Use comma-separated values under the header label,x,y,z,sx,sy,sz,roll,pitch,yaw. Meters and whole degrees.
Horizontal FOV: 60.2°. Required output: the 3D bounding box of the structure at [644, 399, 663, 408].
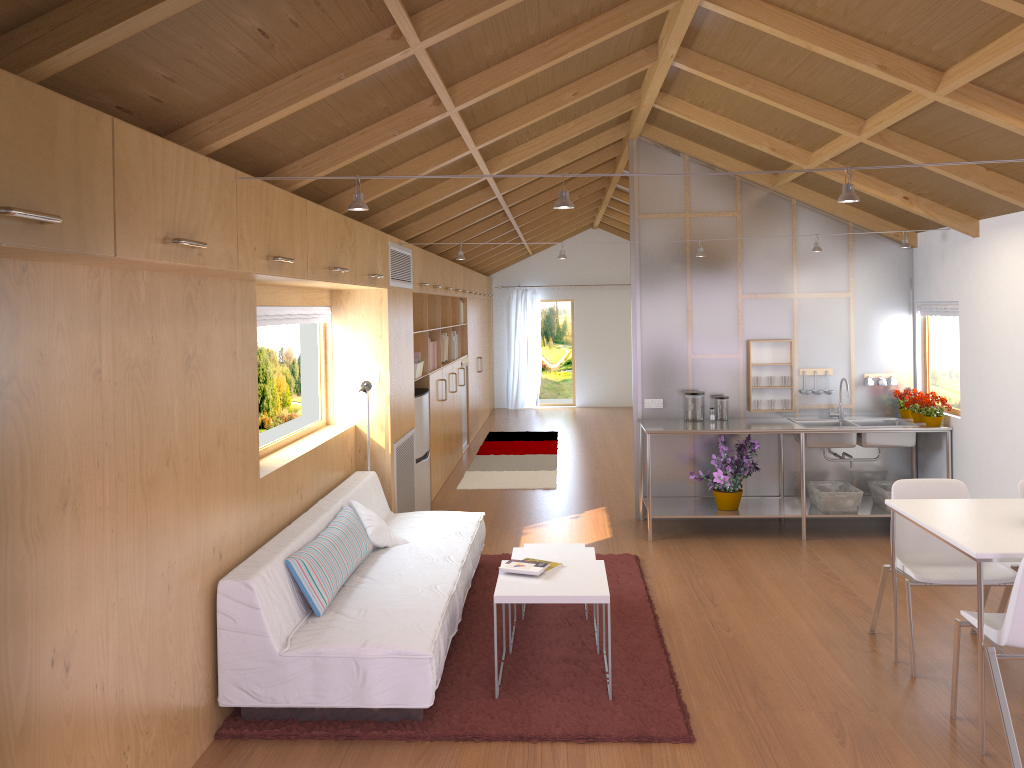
label,x,y,z,sx,sy,sz,roll,pitch,yaw
structure,1.097,0.152,6.842,0.142,0.071,0.011,-1,0,3

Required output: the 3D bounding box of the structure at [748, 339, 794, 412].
label,x,y,z,sx,sy,sz,roll,pitch,yaw
structure,1.978,-0.064,6.757,0.328,0.544,0.076,-1,0,3

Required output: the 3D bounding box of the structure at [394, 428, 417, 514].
label,x,y,z,sx,sy,sz,roll,pitch,yaw
structure,-0.766,0.732,6.382,0.013,0.720,0.821,-1,3,3

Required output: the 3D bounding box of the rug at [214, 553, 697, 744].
label,x,y,z,sx,sy,sz,roll,pitch,yaw
rug,-0.190,1.262,4.640,1.885,0.020,2.488,-1,5,3

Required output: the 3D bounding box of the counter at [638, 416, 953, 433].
label,x,y,z,sx,sy,sz,roll,pitch,yaw
counter,2.008,0.296,6.476,2.109,0.021,0.651,-1,5,3

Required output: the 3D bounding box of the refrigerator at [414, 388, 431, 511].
label,x,y,z,sx,sy,sz,roll,pitch,yaw
refrigerator,-0.814,0.560,7.236,0.261,0.986,0.715,-1,2,3

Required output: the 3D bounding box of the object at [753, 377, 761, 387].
label,x,y,z,sx,sy,sz,roll,pitch,yaw
object,1.875,-0.017,6.755,0.061,0.077,0.061,0,2,15

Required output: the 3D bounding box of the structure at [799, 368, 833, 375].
label,x,y,z,sx,sy,sz,roll,pitch,yaw
structure,2.328,-0.093,6.767,0.250,0.051,0.016,-1,1,3

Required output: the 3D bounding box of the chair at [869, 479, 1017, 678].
label,x,y,z,sx,sy,sz,roll,pitch,yaw
chair,2.028,0.872,4.142,0.531,0.785,0.548,-1,2,3

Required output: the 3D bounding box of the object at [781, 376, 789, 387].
label,x,y,z,sx,sy,sz,roll,pitch,yaw
object,2.082,-0.019,6.744,0.061,0.077,0.061,-2,2,-23

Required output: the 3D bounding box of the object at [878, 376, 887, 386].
label,x,y,z,sx,sy,sz,roll,pitch,yaw
object,2.816,-0.022,6.718,0.059,0.081,0.062,-1,2,10

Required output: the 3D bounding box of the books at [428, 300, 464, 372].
label,x,y,z,sx,sy,sz,roll,pitch,yaw
books,-0.743,-0.554,9.194,0.189,0.656,3.118,-1,5,3

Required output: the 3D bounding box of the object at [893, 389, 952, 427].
label,x,y,z,sx,sy,sz,roll,pitch,yaw
object,2.957,0.164,6.405,0.233,0.234,0.690,-1,4,4

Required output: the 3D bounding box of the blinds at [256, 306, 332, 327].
label,x,y,z,sx,sy,sz,roll,pitch,yaw
blinds,-1.254,-0.398,5.128,0.047,0.111,1.502,-1,5,3

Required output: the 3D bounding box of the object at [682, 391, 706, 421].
label,x,y,z,sx,sy,sz,roll,pitch,yaw
object,1.383,0.168,6.712,0.172,0.215,0.172,0,2,17

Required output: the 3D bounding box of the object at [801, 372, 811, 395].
label,x,y,z,sx,sy,sz,roll,pitch,yaw
object,2.241,-0.006,6.734,0.074,0.183,0.075,0,1,35

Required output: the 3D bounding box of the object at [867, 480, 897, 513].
label,x,y,z,sx,sy,sz,roll,pitch,yaw
object,2.779,0.812,6.368,0.298,0.158,0.415,-1,4,3

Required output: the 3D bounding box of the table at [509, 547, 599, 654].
label,x,y,z,sx,sy,sz,roll,pitch,yaw
table,0.209,1.068,4.412,0.424,0.383,0.460,-1,3,3

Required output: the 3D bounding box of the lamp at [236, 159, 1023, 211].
label,x,y,z,sx,sy,sz,roll,pitch,yaw
lamp,0.940,-0.695,3.023,3.827,0.153,0.073,-1,1,3

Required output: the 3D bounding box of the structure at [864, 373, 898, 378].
label,x,y,z,sx,sy,sz,roll,pitch,yaw
structure,2.814,-0.062,6.728,0.250,0.032,0.041,-1,3,3

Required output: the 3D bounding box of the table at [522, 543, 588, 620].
label,x,y,z,sx,sy,sz,roll,pitch,yaw
table,0.232,1.071,4.812,0.342,0.308,0.370,-1,3,3

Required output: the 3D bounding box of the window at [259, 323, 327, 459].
label,x,y,z,sx,sy,sz,roll,pitch,yaw
window,-1.298,-0.058,5.132,0.035,0.789,1.500,-1,4,3

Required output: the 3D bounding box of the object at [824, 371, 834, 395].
label,x,y,z,sx,sy,sz,roll,pitch,yaw
object,2.412,-0.008,6.724,0.074,0.183,0.075,0,1,35

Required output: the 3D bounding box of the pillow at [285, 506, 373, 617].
label,x,y,z,sx,sy,sz,roll,pitch,yaw
pillow,-0.854,0.829,4.285,0.171,0.251,1.045,-1,5,3

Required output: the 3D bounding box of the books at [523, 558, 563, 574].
label,x,y,z,sx,sy,sz,roll,pitch,yaw
books,0.113,0.846,4.107,0.193,0.016,0.153,2,6,33

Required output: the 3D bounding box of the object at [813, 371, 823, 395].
label,x,y,z,sx,sy,sz,roll,pitch,yaw
object,2.327,-0.007,6.729,0.074,0.183,0.075,0,1,35

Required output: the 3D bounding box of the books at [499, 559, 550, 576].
label,x,y,z,sx,sy,sz,roll,pitch,yaw
books,0.057,0.836,4.041,0.193,0.016,0.153,1,5,23

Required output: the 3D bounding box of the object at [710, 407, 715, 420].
label,x,y,z,sx,sy,sz,roll,pitch,yaw
object,1.502,0.223,6.628,0.037,0.092,0.037,-1,1,18

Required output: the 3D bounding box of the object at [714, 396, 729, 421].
label,x,y,z,sx,sy,sz,roll,pitch,yaw
object,1.594,0.184,6.720,0.113,0.177,0.113,0,2,24

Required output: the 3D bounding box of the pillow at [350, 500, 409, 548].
label,x,y,z,sx,sy,sz,roll,pitch,yaw
pillow,-0.743,0.772,4.904,0.267,0.251,0.346,-3,4,-33

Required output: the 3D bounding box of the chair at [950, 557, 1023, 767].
label,x,y,z,sx,sy,sz,roll,pitch,yaw
chair,1.977,0.950,3.235,0.531,0.785,0.548,-1,2,3

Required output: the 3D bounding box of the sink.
label,x,y,z,sx,sy,sz,roll,pitch,yaw
sink,2.476,0.281,6.476,0.810,0.640,0.565,-1,2,3

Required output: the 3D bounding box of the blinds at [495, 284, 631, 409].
label,x,y,z,sx,sy,sz,roll,pitch,yaw
blinds,1.159,-0.630,14.595,2.847,2.035,0.233,-1,0,2

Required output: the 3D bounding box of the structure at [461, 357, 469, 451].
label,x,y,z,sx,sy,sz,roll,pitch,yaw
structure,-0.683,0.231,10.392,0.315,1.078,0.727,-1,2,3

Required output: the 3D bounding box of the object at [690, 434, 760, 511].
label,x,y,z,sx,sy,sz,roll,pitch,yaw
object,1.568,0.633,6.390,0.525,0.552,0.352,-1,2,-5

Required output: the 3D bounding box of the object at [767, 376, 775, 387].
label,x,y,z,sx,sy,sz,roll,pitch,yaw
object,1.978,-0.018,6.749,0.061,0.077,0.061,-2,2,-23

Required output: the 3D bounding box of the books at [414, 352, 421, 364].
label,x,y,z,sx,sy,sz,roll,pitch,yaw
books,-0.838,-0.167,7.345,0.150,0.192,0.088,-1,1,3

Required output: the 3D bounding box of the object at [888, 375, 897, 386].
label,x,y,z,sx,sy,sz,roll,pitch,yaw
object,2.894,-0.025,6.719,0.059,0.080,0.062,-1,2,3

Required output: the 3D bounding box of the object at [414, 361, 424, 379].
label,x,y,z,sx,sy,sz,roll,pitch,yaw
object,-0.841,-0.114,7.221,0.203,0.122,0.351,-1,4,3

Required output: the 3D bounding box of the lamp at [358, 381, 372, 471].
label,x,y,z,sx,sy,sz,roll,pitch,yaw
lamp,-0.919,0.576,5.733,0.183,1.196,0.254,-1,1,-21

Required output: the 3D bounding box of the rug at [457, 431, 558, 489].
label,x,y,z,sx,sy,sz,roll,pitch,yaw
rug,0.050,0.806,9.984,0.916,0.011,3.732,-1,5,3

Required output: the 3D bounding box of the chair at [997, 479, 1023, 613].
label,x,y,z,sx,sy,sz,roll,pitch,yaw
chair,2.621,0.864,4.109,0.531,0.785,0.548,-1,2,3

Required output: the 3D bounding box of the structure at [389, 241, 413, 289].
label,x,y,z,sx,sy,sz,roll,pitch,yaw
structure,-0.796,-0.844,6.347,0.013,0.300,0.905,-1,4,3

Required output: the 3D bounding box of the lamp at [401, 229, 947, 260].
label,x,y,z,sx,sy,sz,roll,pitch,yaw
lamp,1.117,-0.969,6.210,3.827,0.153,0.073,-1,1,3

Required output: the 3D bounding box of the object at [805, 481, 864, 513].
label,x,y,z,sx,sy,sz,roll,pitch,yaw
object,2.325,0.818,6.393,0.298,0.158,0.415,-1,4,3

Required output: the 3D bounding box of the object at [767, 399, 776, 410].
label,x,y,z,sx,sy,sz,roll,pitch,yaw
object,1.982,0.159,6.750,0.061,0.077,0.061,-2,2,-23

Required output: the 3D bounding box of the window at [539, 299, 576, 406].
label,x,y,z,sx,sy,sz,roll,pitch,yaw
window,0.613,-0.520,14.790,0.874,1.785,0.026,-1,0,3

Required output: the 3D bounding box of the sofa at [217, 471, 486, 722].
label,x,y,z,sx,sy,sz,roll,pitch,yaw
sofa,-0.656,0.965,4.554,0.862,0.627,2.361,-1,5,3

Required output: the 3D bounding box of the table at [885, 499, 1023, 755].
label,x,y,z,sx,sy,sz,roll,pitch,yaw
table,2.307,0.934,3.608,1.209,0.742,0.901,-1,3,3

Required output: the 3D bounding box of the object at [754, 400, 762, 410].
label,x,y,z,sx,sy,sz,roll,pitch,yaw
object,1.878,0.161,6.756,0.061,0.077,0.061,0,2,15

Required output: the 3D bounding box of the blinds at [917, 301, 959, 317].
label,x,y,z,sx,sy,sz,roll,pitch,yaw
blinds,3.067,-0.538,6.337,0.047,0.111,0.727,-1,5,3

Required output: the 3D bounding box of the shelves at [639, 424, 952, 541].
label,x,y,z,sx,sy,sz,roll,pitch,yaw
shelves,2.015,0.690,6.479,2.092,0.752,0.634,-1,2,3

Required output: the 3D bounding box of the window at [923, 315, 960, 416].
label,x,y,z,sx,sy,sz,roll,pitch,yaw
window,3.114,-0.195,6.337,0.026,0.794,0.726,-1,2,3

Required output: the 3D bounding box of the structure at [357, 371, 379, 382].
label,x,y,z,sx,sy,sz,roll,pitch,yaw
structure,-0.954,-0.051,5.865,0.142,0.071,0.011,-1,0,3

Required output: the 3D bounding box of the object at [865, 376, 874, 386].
label,x,y,z,sx,sy,sz,roll,pitch,yaw
object,2.722,-0.023,6.728,0.059,0.080,0.062,-1,2,3

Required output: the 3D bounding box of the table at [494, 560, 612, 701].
label,x,y,z,sx,sy,sz,roll,pitch,yaw
table,0.183,1.080,3.951,0.485,0.438,0.526,-1,3,3

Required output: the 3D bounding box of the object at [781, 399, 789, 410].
label,x,y,z,sx,sy,sz,roll,pitch,yaw
object,2.085,0.158,6.745,0.061,0.077,0.061,-2,2,-23
